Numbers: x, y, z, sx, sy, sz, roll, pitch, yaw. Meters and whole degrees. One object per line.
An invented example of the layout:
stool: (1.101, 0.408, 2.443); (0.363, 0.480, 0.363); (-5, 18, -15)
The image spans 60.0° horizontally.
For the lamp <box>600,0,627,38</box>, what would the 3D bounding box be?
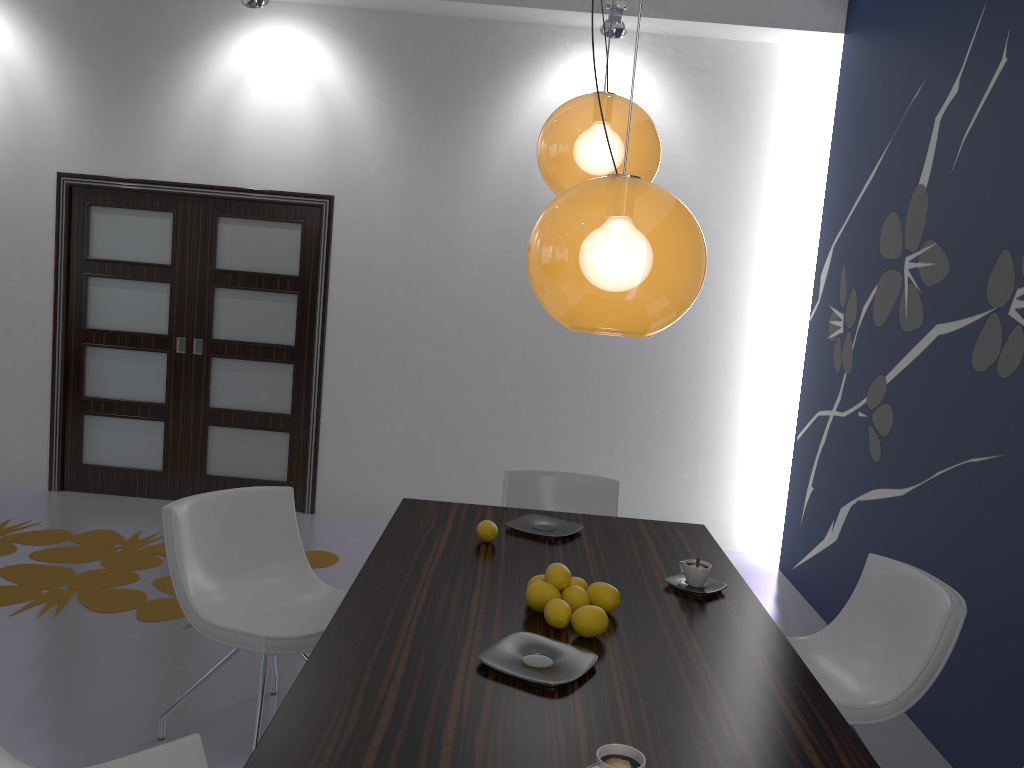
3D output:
lamp: (0.578, -2.155, 4.861); (0.150, 0.511, 0.185); (5, 6, 1)

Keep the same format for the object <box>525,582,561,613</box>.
object: (0.080, 0.545, 2.261); (0.094, 0.080, 0.076); (5, 6, 2)

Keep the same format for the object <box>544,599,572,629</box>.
object: (0.113, 0.563, 2.172); (0.070, 0.068, 0.083); (5, 6, 4)

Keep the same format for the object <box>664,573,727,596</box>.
object: (0.530, 0.581, 2.563); (0.154, 0.020, 0.154); (-1, 9, -44)

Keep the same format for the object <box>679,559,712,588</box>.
object: (0.524, 0.549, 2.564); (0.101, 0.064, 0.081); (8, 7, 25)

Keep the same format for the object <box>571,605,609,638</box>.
object: (0.187, 0.570, 2.130); (0.094, 0.077, 0.079); (2, 7, -25)

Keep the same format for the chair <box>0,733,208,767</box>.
chair: (-0.868, 0.951, 1.698); (0.620, 0.805, 0.508); (1, 7, -29)

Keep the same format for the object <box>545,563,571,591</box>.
object: (0.120, 0.502, 2.309); (0.070, 0.068, 0.083); (5, 6, 4)

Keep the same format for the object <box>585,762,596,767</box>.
object: (0.174, 0.675, 1.466); (0.154, 0.020, 0.154); (-1, 9, -43)

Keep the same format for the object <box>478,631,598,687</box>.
object: (0.058, 0.609, 1.959); (0.232, 0.020, 0.232); (8, 7, 29)

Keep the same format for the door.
door: (-2.082, -0.255, 5.809); (1.764, 2.061, 0.220); (5, 6, 1)

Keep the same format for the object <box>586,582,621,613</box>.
object: (0.237, 0.555, 2.302); (0.094, 0.077, 0.079); (11, 9, 44)

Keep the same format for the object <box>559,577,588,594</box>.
object: (0.163, 0.547, 2.351); (0.083, 0.068, 0.070); (1, 7, -30)

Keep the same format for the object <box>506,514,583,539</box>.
object: (0.111, 0.491, 3.041); (0.232, 0.020, 0.232); (8, 7, 29)

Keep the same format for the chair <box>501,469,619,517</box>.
chair: (0.180, 0.813, 3.706); (0.508, 0.805, 0.620); (5, 6, 1)

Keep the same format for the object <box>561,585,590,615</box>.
object: (0.162, 0.555, 2.269); (0.069, 0.071, 0.081); (2, 7, -22)

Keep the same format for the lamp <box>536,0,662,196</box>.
lamp: (0.307, -1.334, 2.475); (0.359, 1.645, 0.358); (6, 7, 11)

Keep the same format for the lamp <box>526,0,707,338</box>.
lamp: (0.279, -1.080, 1.680); (0.358, 1.974, 0.359); (6, 6, 6)

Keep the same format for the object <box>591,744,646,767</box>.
object: (0.172, 0.645, 1.454); (0.081, 0.064, 0.101); (8, 7, 26)

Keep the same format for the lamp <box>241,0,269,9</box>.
lamp: (-1.414, -2.328, 4.882); (0.150, 0.511, 0.185); (5, 6, 1)

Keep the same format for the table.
table: (0.101, 0.974, 2.330); (1.127, 0.783, 2.046); (5, 6, 1)

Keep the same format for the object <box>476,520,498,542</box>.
object: (-0.079, 0.471, 2.836); (0.070, 0.068, 0.083); (5, 6, 4)

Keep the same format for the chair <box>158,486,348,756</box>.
chair: (-0.832, 0.808, 2.989); (0.620, 0.805, 0.508); (10, 8, 35)

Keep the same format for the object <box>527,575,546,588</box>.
object: (0.078, 0.540, 2.352); (0.083, 0.068, 0.070); (1, 7, -30)

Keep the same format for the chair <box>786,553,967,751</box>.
chair: (1.017, 0.986, 2.816); (0.620, 0.805, 0.508); (4, 6, -4)
